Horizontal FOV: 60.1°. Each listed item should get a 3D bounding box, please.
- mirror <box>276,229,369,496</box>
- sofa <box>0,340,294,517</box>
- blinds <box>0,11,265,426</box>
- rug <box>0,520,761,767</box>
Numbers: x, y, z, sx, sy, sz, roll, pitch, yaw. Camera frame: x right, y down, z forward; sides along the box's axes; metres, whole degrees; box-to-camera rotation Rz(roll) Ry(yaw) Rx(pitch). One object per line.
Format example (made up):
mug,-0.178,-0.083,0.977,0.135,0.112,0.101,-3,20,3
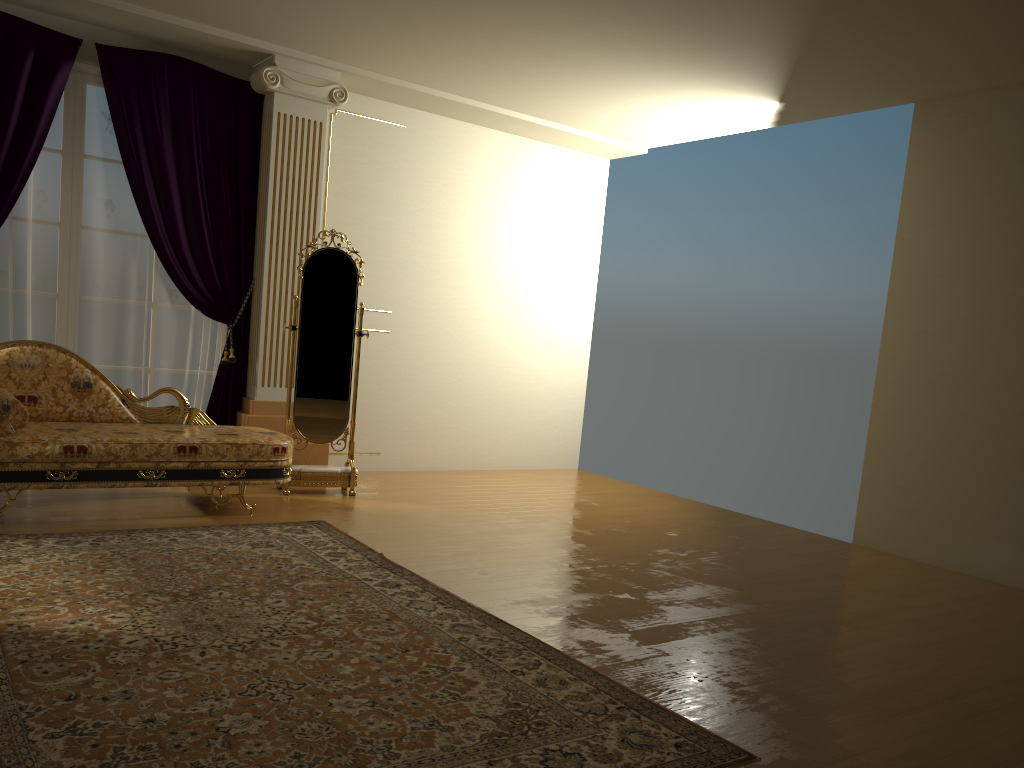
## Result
mirror,-1.204,-0.134,5.689,0.542,1.712,0.241,2,7,-25
sofa,-2.113,0.246,4.751,1.895,0.877,0.688,3,6,-36
blinds,-2.640,-0.731,5.382,2.237,2.672,0.336,2,8,-35
rug,-1.038,0.858,3.120,2.119,0.017,3.057,3,4,-36
